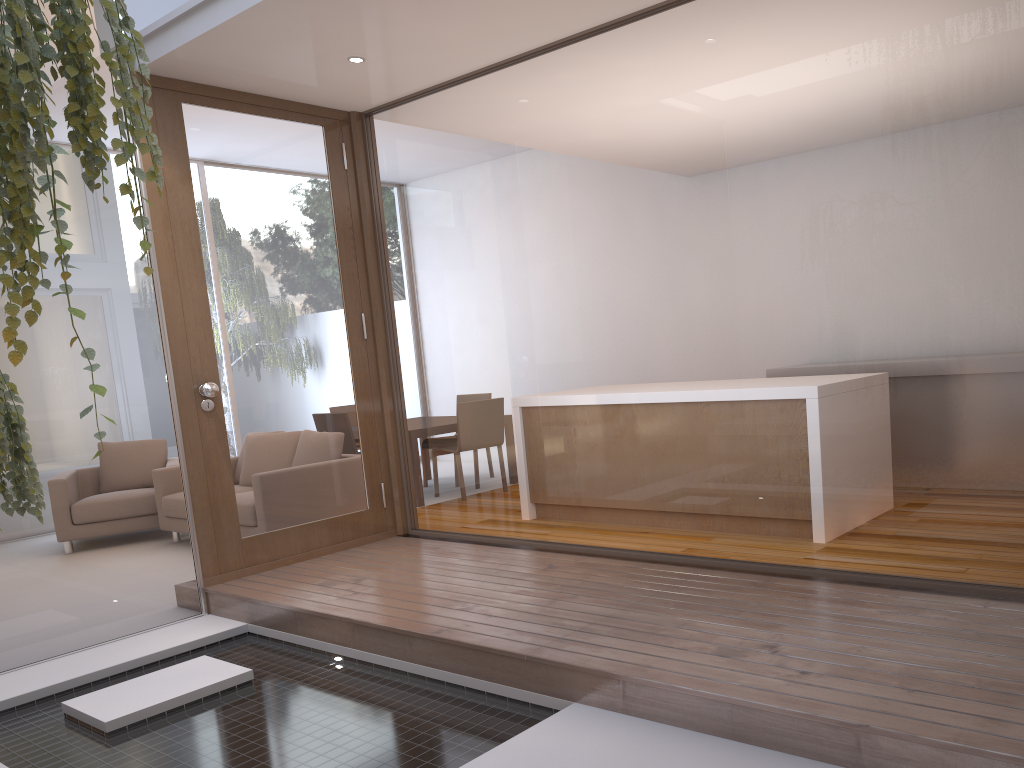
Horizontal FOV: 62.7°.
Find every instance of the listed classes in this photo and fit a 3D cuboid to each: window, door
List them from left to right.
[{"bbox_3d":[-2.771,-0.323,2.857,0.044,3.290,3.208,0,7,43],"label":"window"},{"bbox_3d":[-1.200,-0.260,4.466,0.097,2.391,1.063,0,9,43],"label":"door"},{"bbox_3d":[0.852,-0.405,3.691,4.051,2.497,0.070,-2,8,39],"label":"window"}]

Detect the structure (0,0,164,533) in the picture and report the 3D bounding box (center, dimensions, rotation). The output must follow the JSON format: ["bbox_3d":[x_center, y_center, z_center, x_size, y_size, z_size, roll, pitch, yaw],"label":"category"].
[{"bbox_3d":[-1.686,-0.689,1.099,2.109,4.036,1.991,-2,8,37],"label":"structure"}]
